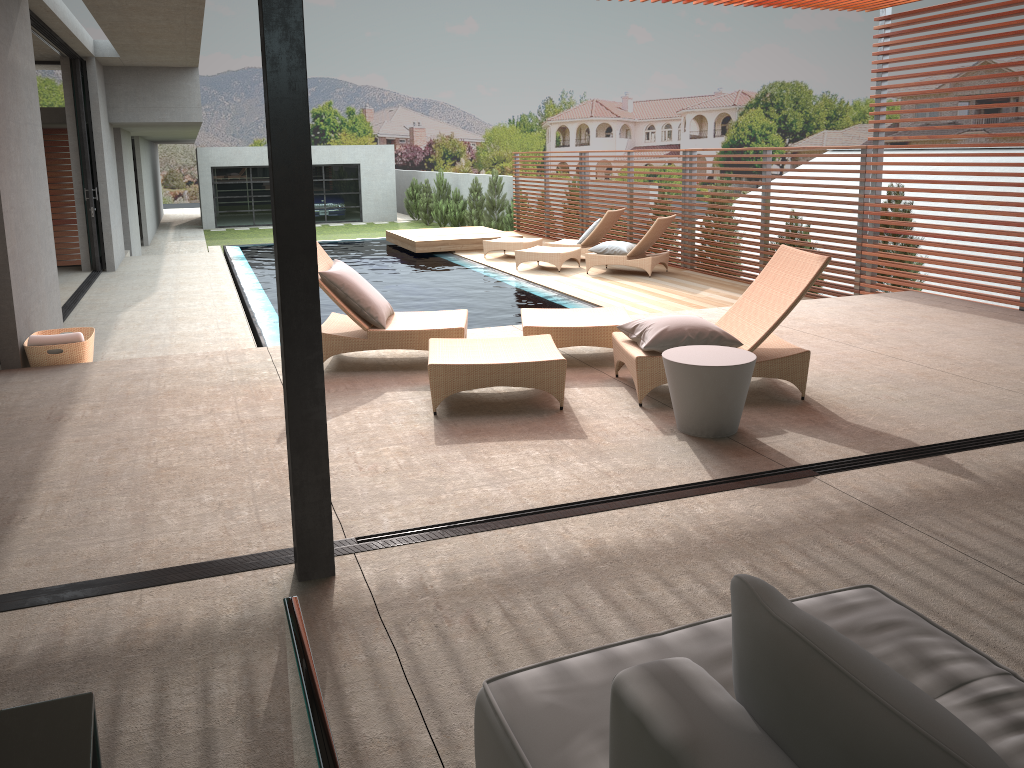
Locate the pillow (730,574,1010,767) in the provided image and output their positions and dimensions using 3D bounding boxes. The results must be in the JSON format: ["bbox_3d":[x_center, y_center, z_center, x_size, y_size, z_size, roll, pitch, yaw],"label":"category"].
[{"bbox_3d":[0.444,0.527,1.036,0.266,0.476,0.499,-5,13,-19],"label":"pillow"}]

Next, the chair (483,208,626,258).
[{"bbox_3d":[0.675,-2.467,14.488,2.302,0.815,0.709,7,14,29],"label":"chair"}]

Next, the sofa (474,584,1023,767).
[{"bbox_3d":[0.657,0.720,1.215,1.015,0.721,1.620,-6,15,-19],"label":"sofa"}]

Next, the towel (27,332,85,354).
[{"bbox_3d":[-3.299,-0.230,6.447,0.370,0.307,0.314,-5,13,-19],"label":"towel"}]

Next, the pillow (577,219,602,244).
[{"bbox_3d":[1.345,-2.451,14.111,0.428,0.421,0.617,6,15,28],"label":"pillow"}]

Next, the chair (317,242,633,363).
[{"bbox_3d":[-0.305,-0.581,6.197,2.293,0.815,0.712,-1,12,-1],"label":"chair"}]

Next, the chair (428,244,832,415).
[{"bbox_3d":[0.645,-0.357,5.277,2.294,0.815,0.712,-2,12,-5],"label":"chair"}]

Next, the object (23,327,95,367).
[{"bbox_3d":[-3.354,-0.209,6.595,0.447,0.296,0.690,-6,15,-19],"label":"object"}]

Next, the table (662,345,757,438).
[{"bbox_3d":[1.014,0.042,4.570,0.478,0.387,0.479,-11,16,-37],"label":"table"}]

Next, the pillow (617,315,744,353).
[{"bbox_3d":[0.985,-0.307,5.280,0.594,0.191,0.605,-3,14,-8],"label":"pillow"}]

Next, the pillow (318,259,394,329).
[{"bbox_3d":[-1.072,-0.631,6.170,0.427,0.420,0.619,-1,13,-1],"label":"pillow"}]

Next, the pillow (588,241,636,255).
[{"bbox_3d":[1.473,-1.961,12.727,0.595,0.191,0.604,6,16,26],"label":"pillow"}]

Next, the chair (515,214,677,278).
[{"bbox_3d":[1.198,-2.063,12.914,2.302,0.815,0.709,7,15,30],"label":"chair"}]
